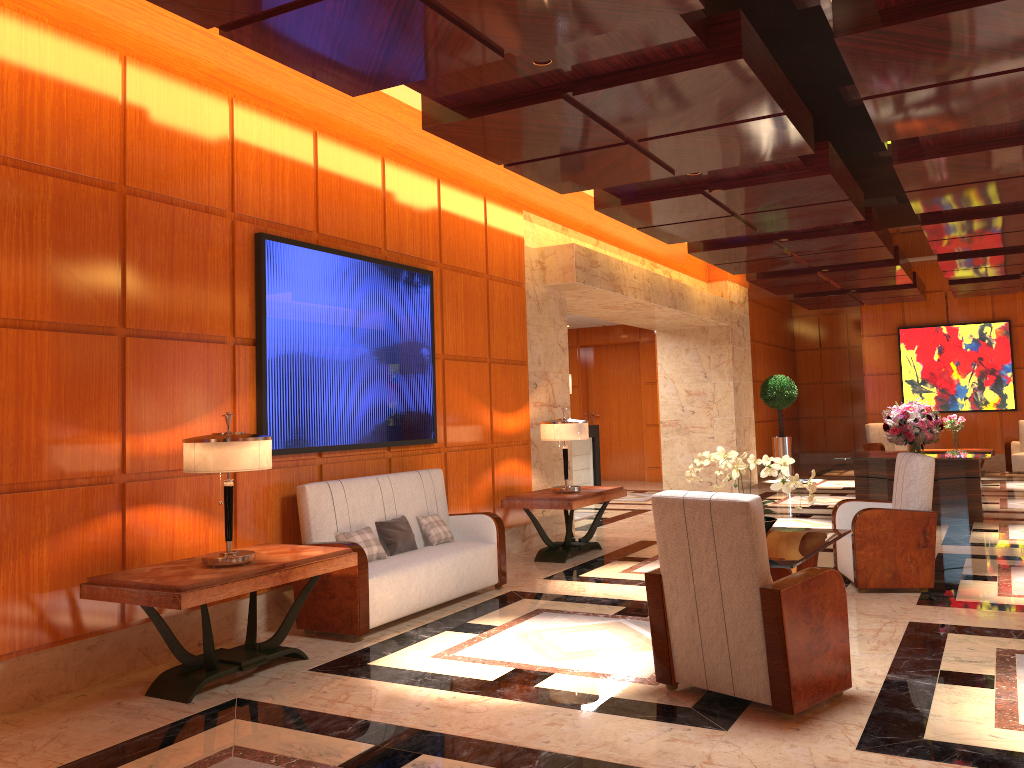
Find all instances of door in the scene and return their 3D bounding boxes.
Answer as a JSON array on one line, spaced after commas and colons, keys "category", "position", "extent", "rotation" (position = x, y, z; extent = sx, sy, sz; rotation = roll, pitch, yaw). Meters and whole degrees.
[{"category": "door", "position": [2.021, 0.550, 17.366], "extent": [1.284, 2.704, 0.340], "rotation": [-4, -5, 29]}]

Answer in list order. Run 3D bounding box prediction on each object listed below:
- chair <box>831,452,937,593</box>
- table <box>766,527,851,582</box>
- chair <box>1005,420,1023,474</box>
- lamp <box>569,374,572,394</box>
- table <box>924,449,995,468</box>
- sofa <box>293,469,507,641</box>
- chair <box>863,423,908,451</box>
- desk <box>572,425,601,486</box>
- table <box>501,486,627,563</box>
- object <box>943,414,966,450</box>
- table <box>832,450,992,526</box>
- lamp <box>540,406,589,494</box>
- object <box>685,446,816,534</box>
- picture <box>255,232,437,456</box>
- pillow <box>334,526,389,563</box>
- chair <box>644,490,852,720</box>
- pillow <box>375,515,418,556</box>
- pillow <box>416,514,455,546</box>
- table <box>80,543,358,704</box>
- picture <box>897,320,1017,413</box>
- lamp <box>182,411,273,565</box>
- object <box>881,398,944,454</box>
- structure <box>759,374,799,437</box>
[{"category": "chair", "position": [2.785, 1.006, 6.641], "extent": [0.628, 0.963, 0.736], "rotation": [-2, -4, 8]}, {"category": "table", "position": [1.614, 1.249, 5.573], "extent": [0.721, 0.497, 1.558], "rotation": [-4, -3, 32]}, {"category": "chair", "position": [9.451, 1.135, 16.095], "extent": [0.628, 0.963, 0.736], "rotation": [2, -5, -42]}, {"category": "lamp", "position": [0.773, 0.263, 14.143], "extent": [0.372, 0.822, 0.371], "rotation": [1, -5, -36]}, {"category": "table", "position": [7.449, 1.374, 14.864], "extent": [1.166, 0.535, 0.724], "rotation": [-3, -3, 29]}, {"category": "sofa", "position": [-0.749, 1.117, 6.286], "extent": [0.612, 0.935, 1.796], "rotation": [-4, -3, 29]}, {"category": "chair", "position": [7.319, 1.244, 17.260], "extent": [0.738, 0.964, 0.627], "rotation": [-1, -4, -12]}, {"category": "desk", "position": [0.317, 1.231, 13.339], "extent": [0.940, 1.144, 2.922], "rotation": [-4, -3, 29]}, {"category": "table", "position": [0.529, 1.327, 8.437], "extent": [0.725, 0.608, 1.268], "rotation": [-3, -3, 29]}, {"category": "object", "position": [7.458, 0.808, 14.926], "extent": [0.326, 0.598, 0.350], "rotation": [2, -5, -41]}, {"category": "table", "position": [4.742, 1.193, 10.387], "extent": [1.598, 0.747, 1.598], "rotation": [-3, -3, 29]}, {"category": "lamp", "position": [0.502, 0.615, 8.339], "extent": [0.458, 0.812, 0.458], "rotation": [-5, -5, 38]}, {"category": "object", "position": [1.490, 0.693, 5.538], "extent": [0.788, 0.619, 0.416], "rotation": [-2, -4, 6]}, {"category": "picture", "position": [-1.153, -0.246, 6.598], "extent": [0.056, 1.456, 1.994], "rotation": [-4, -4, 29]}, {"category": "pillow", "position": [-1.005, 1.082, 5.911], "extent": [0.195, 0.227, 0.344], "rotation": [-4, -4, 34]}, {"category": "chair", "position": [1.083, 0.971, 4.177], "extent": [0.628, 0.963, 0.736], "rotation": [2, -5, -42]}, {"category": "pillow", "position": [-0.820, 1.081, 6.305], "extent": [0.160, 0.253, 0.357], "rotation": [-4, -3, 25]}, {"category": "pillow", "position": [-0.573, 1.101, 6.678], "extent": [0.202, 0.230, 0.273], "rotation": [-4, -4, 31]}, {"category": "table", "position": [-1.511, 1.259, 4.747], "extent": [0.725, 0.608, 1.268], "rotation": [-3, -3, 29]}, {"category": "picture", "position": [8.677, -0.312, 17.335], "extent": [1.994, 1.741, 0.056], "rotation": [-3, -5, 29]}, {"category": "lamp", "position": [-1.506, 0.540, 4.709], "extent": [0.459, 0.796, 0.457], "rotation": [-1, -4, -9]}, {"category": "object", "position": [4.712, 0.491, 10.423], "extent": [0.649, 0.660, 0.679], "rotation": [-3, -3, 20]}, {"category": "structure", "position": [5.039, 0.661, 16.654], "extent": [0.721, 1.717, 0.720], "rotation": [-2, -4, 7]}]
